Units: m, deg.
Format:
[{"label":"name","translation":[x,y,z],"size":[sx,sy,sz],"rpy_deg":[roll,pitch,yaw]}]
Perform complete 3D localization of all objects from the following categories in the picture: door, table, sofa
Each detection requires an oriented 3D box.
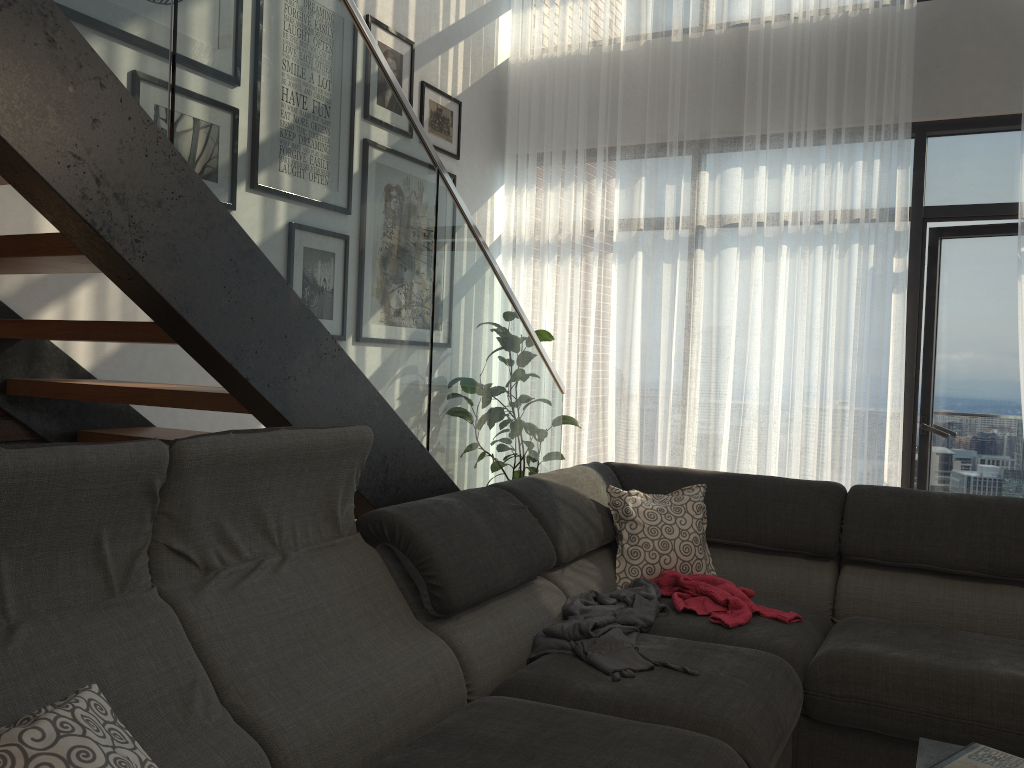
[{"label":"door","translation":[2.689,0.154,4.542],"size":[1.118,1.976,0.206],"rpy_deg":[3,2,37]},{"label":"table","translation":[1.067,0.975,1.537],"size":[0.700,0.323,0.700],"rpy_deg":[3,1,27]},{"label":"sofa","translation":[0.528,0.632,1.979],"size":[2.108,0.995,3.169],"rpy_deg":[3,1,27]}]

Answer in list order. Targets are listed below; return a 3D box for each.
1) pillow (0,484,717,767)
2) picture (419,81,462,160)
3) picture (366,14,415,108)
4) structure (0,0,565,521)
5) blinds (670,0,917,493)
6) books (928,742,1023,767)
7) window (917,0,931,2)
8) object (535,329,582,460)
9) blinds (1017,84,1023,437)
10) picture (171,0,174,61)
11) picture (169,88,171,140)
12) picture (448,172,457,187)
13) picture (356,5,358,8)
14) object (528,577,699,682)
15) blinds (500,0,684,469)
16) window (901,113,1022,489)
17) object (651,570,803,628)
[{"label":"pillow","translation":[-0.054,0.547,2.157],"size":[0.386,0.364,2.734],"rpy_deg":[3,1,31]},{"label":"picture","translation":[-0.397,-1.457,4.930],"size":[0.025,0.333,0.410],"rpy_deg":[3,1,27]},{"label":"picture","translation":[-0.621,-1.541,4.484],"size":[0.025,0.504,0.410],"rpy_deg":[3,1,27]},{"label":"structure","translation":[-1.585,-0.443,1.488],"size":[1.289,3.460,5.660],"rpy_deg":[3,1,27]},{"label":"blinds","translation":[1.464,-1.705,4.791],"size":[1.374,5.581,0.218],"rpy_deg":[3,1,25]},{"label":"books","translation":[0.967,0.789,1.776],"size":[0.225,0.029,0.179],"rpy_deg":[1,2,-40]},{"label":"window","translation":[2.241,-3.220,4.642],"size":[4.808,2.500,0.119],"rpy_deg":[3,1,27]},{"label":"object","translation":[-0.043,0.301,5.141],"size":[0.774,1.463,0.528],"rpy_deg":[1,2,-43]},{"label":"blinds","translation":[2.870,-1.633,3.983],"size":[0.858,5.579,0.589],"rpy_deg":[2,1,4]},{"label":"picture","translation":[-1.478,-2.029,2.753],"size":[0.028,1.678,1.785],"rpy_deg":[3,1,27]},{"label":"picture","translation":[-1.232,-0.901,3.349],"size":[0.025,0.410,0.504],"rpy_deg":[3,1,27]},{"label":"picture","translation":[-0.544,-0.701,4.709],"size":[0.025,0.990,0.871],"rpy_deg":[3,1,27]},{"label":"picture","translation":[-0.910,-1.300,3.934],"size":[0.025,0.990,0.654],"rpy_deg":[3,1,27]},{"label":"object","translation":[0.264,0.688,2.552],"size":[0.411,0.118,0.905],"rpy_deg":[2,1,3]},{"label":"blinds","translation":[0.488,-1.753,5.260],"size":[1.223,5.581,0.218],"rpy_deg":[3,1,25]},{"label":"window","translation":[2.120,-0.122,4.711],"size":[4.808,2.501,0.119],"rpy_deg":[3,1,27]},{"label":"object","translation":[0.619,0.669,2.834],"size":[0.323,0.077,0.536],"rpy_deg":[2,1,-29]}]
